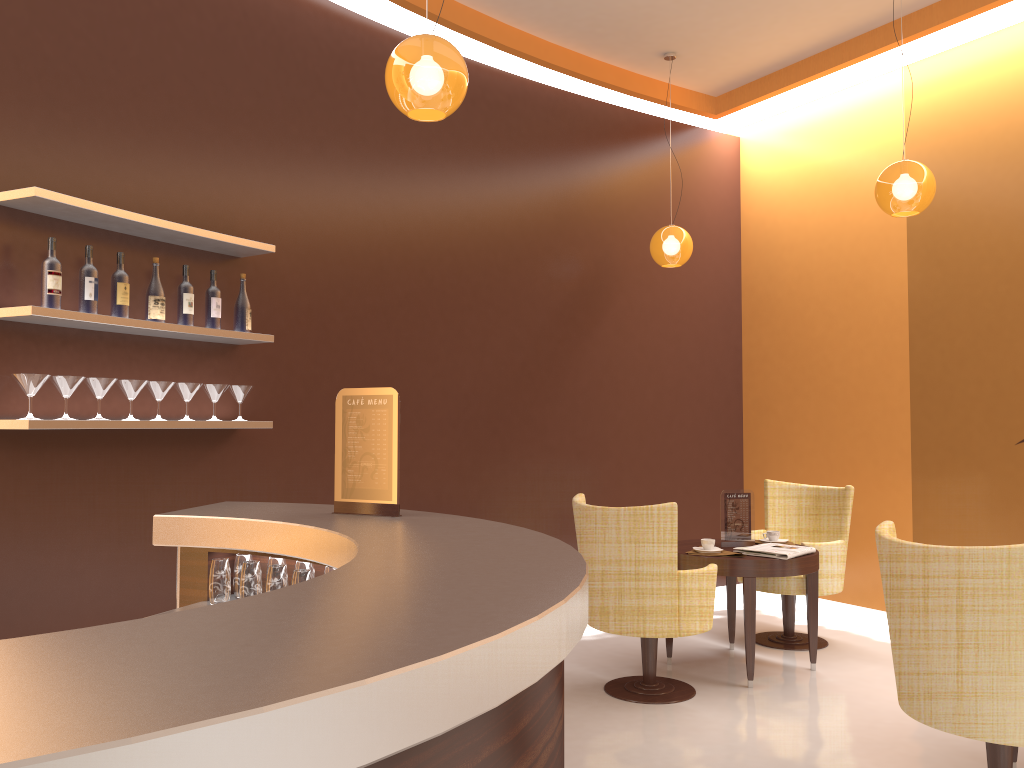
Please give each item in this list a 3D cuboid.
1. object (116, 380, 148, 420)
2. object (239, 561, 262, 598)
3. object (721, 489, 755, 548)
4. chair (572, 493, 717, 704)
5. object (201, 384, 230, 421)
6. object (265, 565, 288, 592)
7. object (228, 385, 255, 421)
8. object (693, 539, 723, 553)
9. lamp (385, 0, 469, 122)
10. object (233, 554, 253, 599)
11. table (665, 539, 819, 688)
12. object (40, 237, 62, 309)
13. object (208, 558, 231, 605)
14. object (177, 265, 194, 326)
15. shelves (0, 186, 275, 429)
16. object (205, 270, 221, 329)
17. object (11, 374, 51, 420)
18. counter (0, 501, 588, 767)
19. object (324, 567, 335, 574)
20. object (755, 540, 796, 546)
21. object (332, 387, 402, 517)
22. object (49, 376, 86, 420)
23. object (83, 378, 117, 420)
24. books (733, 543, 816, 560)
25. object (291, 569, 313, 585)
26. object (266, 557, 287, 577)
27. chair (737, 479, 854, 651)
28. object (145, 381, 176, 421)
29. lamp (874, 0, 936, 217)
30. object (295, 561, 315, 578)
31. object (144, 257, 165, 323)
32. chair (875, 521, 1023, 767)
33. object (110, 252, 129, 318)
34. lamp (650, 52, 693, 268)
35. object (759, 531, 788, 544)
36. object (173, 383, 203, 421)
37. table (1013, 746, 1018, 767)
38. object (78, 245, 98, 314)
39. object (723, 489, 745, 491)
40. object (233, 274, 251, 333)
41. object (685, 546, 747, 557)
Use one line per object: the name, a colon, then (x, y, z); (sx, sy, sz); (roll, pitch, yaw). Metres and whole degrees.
object: (-1.641, 0.072, 3.820); (0.137, 0.174, 0.137); (-2, -3, 33)
object: (-0.809, 0.625, 2.749); (0.067, 0.148, 0.067); (1, -3, -28)
object: (1.325, 0.788, 5.204); (0.209, 0.335, 0.042); (0, -3, -9)
chair: (0.687, 1.100, 4.653); (0.685, 1.017, 0.729); (2, -3, -35)
object: (-1.415, 0.090, 4.217); (0.137, 0.174, 0.137); (0, -3, -7)
object: (-0.708, 0.622, 2.672); (0.067, 0.148, 0.067); (1, -3, -24)
object: (-1.335, 0.096, 4.350); (0.137, 0.174, 0.137); (-2, -3, 33)
object: (1.095, 0.904, 4.956); (0.153, 0.069, 0.153); (0, -3, -6)
lamp: (-0.305, -1.711, 3.211); (0.299, 1.500, 0.299); (1, -3, -14)
object: (-0.880, 0.633, 2.909); (0.067, 0.148, 0.067); (2, -3, -33)
table: (1.318, 1.292, 5.131); (0.872, 0.679, 0.874); (0, -3, 4)
object: (-1.809, -0.427, 3.483); (0.073, 0.297, 0.073); (0, -3, 6)
object: (-0.924, 0.628, 2.805); (0.067, 0.148, 0.067); (0, -3, -6)
object: (-1.502, -0.399, 4.081); (0.073, 0.297, 0.073); (0, -3, 6)
shelves: (-2.050, -0.333, 2.225); (0.586, 0.902, 4.744); (-1, -3, 15)
object: (-1.421, -0.393, 4.217); (0.073, 0.297, 0.073); (0, -3, 6)
object: (-1.850, 0.051, 3.407); (0.137, 0.174, 0.137); (-1, -3, 23)
counter: (-0.647, 0.925, 1.770); (1.586, 1.100, 2.917); (-1, -3, 13)
object: (-0.537, 0.622, 2.672); (0.067, 0.148, 0.067); (1, -3, -14)
object: (1.594, 0.952, 5.345); (0.239, 0.021, 0.464); (2, -3, -36)
object: (-0.475, 0.219, 2.901); (0.258, 0.414, 0.052); (-1, -3, 27)
object: (-1.783, 0.058, 3.546); (0.137, 0.174, 0.137); (-1, -3, 23)
object: (-1.715, 0.064, 3.686); (0.137, 0.174, 0.137); (-2, -3, 33)
books: (1.466, 0.926, 4.932); (0.367, 0.035, 0.345); (2, -4, -42)
object: (-0.612, 0.618, 2.587); (0.067, 0.148, 0.067); (-3, -4, 45)
object: (-0.756, 0.630, 2.848); (0.067, 0.148, 0.067); (1, -3, -28)
chair: (1.833, 1.152, 5.764); (0.685, 1.017, 0.729); (2, -3, -33)
object: (-1.574, 0.078, 3.951); (0.137, 0.174, 0.137); (-2, -3, 33)
lamp: (2.068, -1.641, 4.695); (0.299, 1.500, 0.299); (0, -3, 11)
object: (-0.649, 0.627, 2.768); (0.067, 0.148, 0.067); (-2, -3, 35)
object: (-1.587, -0.411, 3.947); (0.086, 0.303, 0.086); (-2, -4, 42)
chair: (1.708, 1.034, 3.185); (0.685, 1.017, 0.729); (1, -3, -15)
object: (-1.670, -0.413, 3.779); (0.073, 0.297, 0.073); (2, -3, -34)
lamp: (1.113, -1.572, 6.219); (0.299, 1.500, 0.299); (2, -3, -32)
object: (1.576, 0.922, 5.343); (0.153, 0.069, 0.153); (-2, -3, 41)
object: (-1.497, 0.084, 4.083); (0.137, 0.174, 0.137); (-2, -3, 33)
table: (2.421, 1.222, 3.568); (0.872, 0.679, 0.874); (0, -3, -1)
object: (-1.737, -0.420, 3.638); (0.073, 0.297, 0.073); (0, -3, 6)
object: (1.907, 0.752, 4.395); (0.187, 0.335, 2.090); (2, -3, -36)
object: (-1.327, -0.391, 4.366); (0.086, 0.303, 0.086); (1, -3, -18)
object: (1.081, 0.933, 4.942); (0.239, 0.021, 0.464); (1, -3, -18)
